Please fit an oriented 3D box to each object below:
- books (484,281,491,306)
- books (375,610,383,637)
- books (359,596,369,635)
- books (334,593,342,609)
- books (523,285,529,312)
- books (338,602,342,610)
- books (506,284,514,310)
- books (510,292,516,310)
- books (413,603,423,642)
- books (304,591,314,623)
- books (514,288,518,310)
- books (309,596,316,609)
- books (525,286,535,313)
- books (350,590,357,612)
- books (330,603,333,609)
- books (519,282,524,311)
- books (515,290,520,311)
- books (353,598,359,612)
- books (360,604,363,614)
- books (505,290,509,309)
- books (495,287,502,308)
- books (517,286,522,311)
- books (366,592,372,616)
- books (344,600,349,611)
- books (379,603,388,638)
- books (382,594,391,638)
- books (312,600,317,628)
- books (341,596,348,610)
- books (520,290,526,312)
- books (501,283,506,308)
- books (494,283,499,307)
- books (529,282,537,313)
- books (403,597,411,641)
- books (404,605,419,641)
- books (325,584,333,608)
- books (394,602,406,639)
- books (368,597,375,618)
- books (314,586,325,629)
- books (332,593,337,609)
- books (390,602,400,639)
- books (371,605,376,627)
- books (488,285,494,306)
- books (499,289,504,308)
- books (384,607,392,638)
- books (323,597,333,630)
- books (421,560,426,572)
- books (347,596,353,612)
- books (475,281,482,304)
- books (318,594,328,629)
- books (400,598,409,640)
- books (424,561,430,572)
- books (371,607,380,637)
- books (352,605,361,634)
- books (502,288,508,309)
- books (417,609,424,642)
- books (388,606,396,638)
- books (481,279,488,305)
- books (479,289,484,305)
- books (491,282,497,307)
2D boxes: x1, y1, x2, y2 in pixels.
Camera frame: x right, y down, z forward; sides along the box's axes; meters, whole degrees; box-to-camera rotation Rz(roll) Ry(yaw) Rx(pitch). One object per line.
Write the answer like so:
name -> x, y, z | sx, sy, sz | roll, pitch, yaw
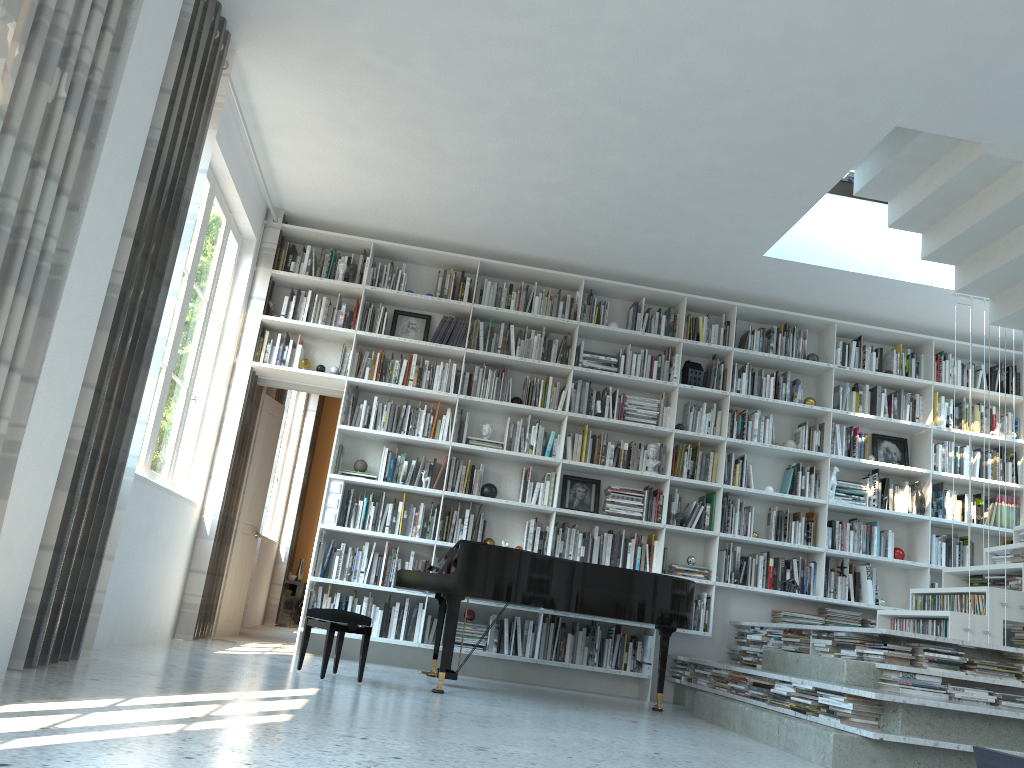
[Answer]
books -> -0.204, -0.678, 7.106 | 0.031, 0.254, 0.146 | 9, -14, -5
books -> -0.961, 1.733, 6.424 | 0.031, 0.187, 0.190 | 9, -14, -5
books -> -1.074, 1.678, 6.432 | 0.031, 0.265, 0.187 | 9, -14, -5
books -> -1.270, 1.647, 6.415 | 0.023, 0.265, 0.177 | 9, -14, -5
books -> 0.100, -0.641, 7.127 | 0.013, 0.275, 0.165 | 9, -14, -5
books -> -1.254, 1.683, 6.425 | 0.022, 0.205, 0.159 | 9, -14, -5
books -> -0.028, -0.653, 7.135 | 0.028, 0.267, 0.152 | 9, -14, -5
books -> -0.003, -0.619, 7.121 | 0.030, 0.201, 0.152 | 9, -14, -5
books -> -0.687, 1.742, 6.487 | 0.027, 0.275, 0.144 | 9, -14, -5
books -> -1.468, 1.625, 6.415 | 0.012, 0.253, 0.161 | 9, -14, -5
books -> 0.021, -0.632, 7.124 | 0.013, 0.234, 0.155 | 9, -14, -5
books -> -1.454, 1.646, 6.412 | 0.023, 0.215, 0.159 | 9, -14, -5
books -> 0.132, -0.635, 7.127 | 0.052, 0.272, 0.173 | 9, -14, -5
books -> -1.159, 1.648, 6.428 | 0.013, 0.299, 0.184 | 9, -14, -5
books -> -1.312, 1.682, 6.415 | 0.022, 0.185, 0.145 | 9, -14, -5
books -> 0.062, -0.658, 7.130 | 0.010, 0.298, 0.151 | 9, -14, -5
books -> 0.033, -0.623, 7.115 | 0.011, 0.215, 0.160 | 9, -14, -5
books -> -1.148, 1.682, 6.443 | 0.022, 0.246, 0.135 | 9, -14, -5
books -> -1.103, 1.707, 6.448 | 0.014, 0.210, 0.146 | 9, -14, -5
books -> -0.052, -0.631, 7.128 | 0.012, 0.215, 0.150 | 9, -14, -5
books -> -0.117, -0.646, 7.090 | 0.029, 0.207, 0.179 | 9, -14, -5
books -> 0.047, -0.638, 7.121 | 0.013, 0.251, 0.184 | 9, -14, -5
books -> -1.052, 1.668, 6.456 | 0.014, 0.303, 0.140 | 9, -14, -5
books -> -1.209, 1.681, 6.424 | 0.022, 0.220, 0.163 | 9, -14, -5
books -> -0.931, 1.711, 6.434 | 0.023, 0.243, 0.188 | 9, -14, -5
books -> -0.912, 1.689, 6.473 | 0.013, 0.309, 0.131 | 9, -14, -5
books -> -1.427, 1.656, 6.385 | 0.029, 0.190, 0.177 | 9, -14, -5
books -> -1.230, 1.665, 6.436 | 0.022, 0.251, 0.140 | 9, -14, -5
books -> 0.075, -0.622, 7.135 | 0.029, 0.235, 0.130 | 9, -14, -5
books -> -0.082, -0.664, 7.115 | 0.010, 0.263, 0.161 | 9, -14, -5
books -> -0.136, -0.667, 7.105 | 0.012, 0.249, 0.174 | 9, -14, -5
books -> 0.165, -0.647, 7.148 | 0.014, 0.314, 0.166 | 9, -14, -5
books -> -0.766, 1.710, 6.460 | 0.012, 0.303, 0.166 | 9, -14, -5
books -> -0.733, 1.744, 6.479 | 0.065, 0.255, 0.156 | 9, -14, -5
books -> -1.340, 1.612, 6.426 | 0.011, 0.317, 0.158 | 9, -14, -5
books -> -0.818, 1.729, 6.482 | 0.040, 0.263, 0.138 | 9, -14, -5
books -> -1.033, 1.685, 6.435 | 0.025, 0.265, 0.160 | 9, -14, -5
books -> -1.393, 1.615, 6.415 | 0.044, 0.293, 0.181 | 9, -14, -5
books -> -1.288, 1.644, 6.407 | 0.013, 0.261, 0.174 | 9, -14, -5
books -> -0.849, 1.722, 6.456 | 0.027, 0.255, 0.179 | 9, -14, -5
books -> -1.014, 1.712, 6.431 | 0.021, 0.217, 0.191 | 9, -14, -5
books -> -0.179, -0.659, 7.100 | 0.023, 0.219, 0.182 | 9, -14, -5
books -> -0.097, -0.639, 7.105 | 0.015, 0.207, 0.167 | 9, -14, -5
books -> -0.900, 1.738, 6.461 | 0.024, 0.213, 0.137 | 9, -14, -5
books -> -1.330, 1.658, 6.411 | 0.022, 0.225, 0.155 | 9, -14, -5
books -> -0.671, 1.421, 6.563 | 0.026, 0.235, 0.141 | 9, -14, -5
books -> -1.183, 1.669, 6.436 | 0.027, 0.256, 0.160 | 9, -14, -5
books -> -0.278, -0.684, 7.092 | 0.029, 0.237, 0.156 | 9, -14, -5
books -> -1.363, 1.645, 6.419 | 0.024, 0.246, 0.143 | 9, -14, -5
books -> -0.783, 1.711, 6.460 | 0.021, 0.295, 0.188 | 9, -14, -5
books -> -0.643, 1.426, 6.556 | 0.030, 0.230, 0.151 | 9, -14, -5
books -> -0.990, 1.721, 6.431 | 0.028, 0.205, 0.171 | 9, -14, -5
books -> -1.122, 1.701, 6.416 | 0.030, 0.201, 0.168 | 9, -14, -5
books -> -0.069, -0.641, 7.137 | 0.025, 0.234, 0.130 | 9, -14, -5
books -> -0.663, 1.756, 6.442 | 0.017, 0.232, 0.213 | 9, -14, -5
books -> -0.876, 1.733, 6.453 | 0.022, 0.224, 0.141 | 9, -14, -5
books -> -0.230, -0.690, 7.125 | 0.021, 0.278, 0.141 | 9, -14, -5
books -> -0.258, -0.650, 7.102 | 0.024, 0.182, 0.133 | 9, -14, -5
books -> -0.154, -0.669, 7.108 | 0.023, 0.250, 0.171 | 9, -14, -5
